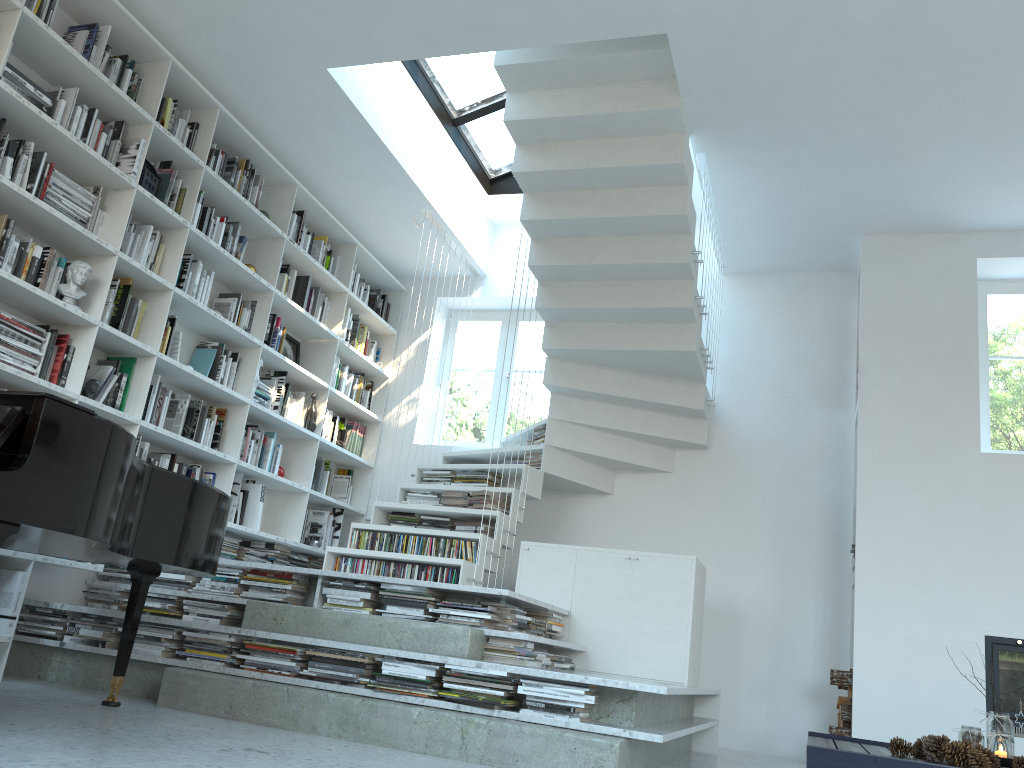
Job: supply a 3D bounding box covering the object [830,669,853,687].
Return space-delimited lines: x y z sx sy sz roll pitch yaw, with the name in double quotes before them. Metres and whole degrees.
"object" 2.028 1.688 5.010 0.442 0.094 0.096 3 -17 16

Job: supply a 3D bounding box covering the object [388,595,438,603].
"object" -0.459 1.012 4.157 0.203 0.006 0.142 2 -18 17

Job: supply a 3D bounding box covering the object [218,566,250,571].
"object" -1.424 0.942 4.510 0.257 0.005 0.145 2 -18 19

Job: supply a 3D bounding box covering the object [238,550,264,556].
"object" -1.706 1.098 5.728 0.207 0.008 0.329 2 -18 19

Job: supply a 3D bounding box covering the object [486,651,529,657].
"object" -0.020 1.204 3.955 0.140 0.004 0.205 1 -18 22

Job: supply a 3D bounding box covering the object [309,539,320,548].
"object" -1.397 1.136 6.271 0.071 0.072 0.072 14 -18 -20

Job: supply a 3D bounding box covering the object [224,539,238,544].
"object" -1.813 0.944 5.404 0.161 0.005 0.255 2 -18 19

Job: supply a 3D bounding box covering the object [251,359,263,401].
"object" -1.585 -0.022 5.449 0.087 0.287 0.075 19 -20 -33

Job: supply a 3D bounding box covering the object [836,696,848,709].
"object" 2.126 1.910 5.229 0.406 0.086 0.088 2 -17 17

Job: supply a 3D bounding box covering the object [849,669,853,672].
"object" 2.173 1.778 5.244 0.332 0.140 0.141 2 -18 19

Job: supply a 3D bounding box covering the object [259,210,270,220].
"object" -1.580 -1.043 5.586 0.104 0.105 0.104 14 -18 -20

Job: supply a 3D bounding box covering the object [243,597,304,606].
"object" -1.173 1.074 4.370 0.266 0.010 0.145 3 -17 15

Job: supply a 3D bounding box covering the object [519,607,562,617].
"object" 0.149 1.218 4.764 0.177 0.030 0.285 2 -18 19

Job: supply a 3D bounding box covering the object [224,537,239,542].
"object" -1.810 0.934 5.406 0.161 0.005 0.255 1 -18 20

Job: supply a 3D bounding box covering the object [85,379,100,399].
"object" -2.011 0.030 4.244 0.079 0.113 0.055 2 -17 18

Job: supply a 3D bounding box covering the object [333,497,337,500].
"object" -1.356 0.898 6.731 0.071 0.072 0.072 14 -18 -20

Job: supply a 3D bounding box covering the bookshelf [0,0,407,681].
"bookshelf" -2.177 -0.284 4.046 0.330 3.132 6.319 2 -18 19

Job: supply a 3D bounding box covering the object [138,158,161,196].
"object" -1.936 -1.073 4.627 0.135 0.247 0.135 5 -17 10

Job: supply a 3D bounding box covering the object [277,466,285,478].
"object" -1.580 0.600 5.928 0.115 0.116 0.115 8 -17 -2

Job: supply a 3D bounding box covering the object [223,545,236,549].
"object" -1.818 0.974 5.392 0.161 0.005 0.255 2 -18 19

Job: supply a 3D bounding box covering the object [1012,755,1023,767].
"object" 1.823 1.356 3.133 0.098 0.082 0.081 0 -18 24

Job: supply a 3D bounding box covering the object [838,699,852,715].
"object" 2.079 1.952 5.098 0.405 0.224 0.068 4 -17 12

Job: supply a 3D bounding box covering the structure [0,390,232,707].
"structure" -1.546 0.592 2.727 1.334 0.830 1.925 2 -18 19

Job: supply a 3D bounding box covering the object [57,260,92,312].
"object" -2.054 -0.458 4.151 0.138 0.243 0.138 12 -17 -14

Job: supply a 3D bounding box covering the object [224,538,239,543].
"object" -1.813 0.939 5.406 0.159 0.005 0.286 2 -18 19

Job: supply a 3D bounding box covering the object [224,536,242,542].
"object" -1.800 0.929 5.405 0.159 0.005 0.286 0 -18 24

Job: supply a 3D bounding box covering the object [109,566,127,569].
"object" -1.994 0.980 4.688 0.221 0.011 0.135 0 -18 23

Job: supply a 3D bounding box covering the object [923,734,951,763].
"object" 1.584 1.355 3.301 0.097 0.105 0.090 -6 -21 39

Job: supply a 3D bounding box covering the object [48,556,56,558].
"object" -2.130 0.758 4.107 0.093 0.094 0.094 14 -18 -20

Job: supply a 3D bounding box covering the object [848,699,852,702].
"object" 2.126 1.863 5.153 0.328 0.151 0.133 3 -17 16

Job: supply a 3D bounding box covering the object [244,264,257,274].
"object" -1.632 -0.693 5.486 0.100 0.101 0.101 8 -17 -2

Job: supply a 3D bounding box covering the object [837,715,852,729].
"object" 2.104 1.988 5.148 0.397 0.108 0.133 6 -17 5

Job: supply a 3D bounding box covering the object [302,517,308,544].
"object" -1.445 1.074 6.366 0.101 0.231 0.008 2 -17 19

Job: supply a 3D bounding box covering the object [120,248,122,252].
"object" -1.988 -0.668 4.429 0.071 0.072 0.072 14 -18 -20

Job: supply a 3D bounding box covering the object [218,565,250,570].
"object" -1.428 0.931 4.499 0.285 0.007 0.160 3 -18 16

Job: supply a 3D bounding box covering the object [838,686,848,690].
"object" 2.122 1.759 5.180 0.417 0.100 0.110 1 -18 21

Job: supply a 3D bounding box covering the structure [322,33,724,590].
"structure" 0.096 -0.090 5.287 1.954 3.371 2.623 2 -17 19

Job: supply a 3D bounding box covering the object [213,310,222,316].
"object" -1.790 -0.388 5.310 0.111 0.112 0.112 8 -17 -2

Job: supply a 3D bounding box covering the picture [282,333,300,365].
"picture" -1.563 -0.199 6.157 0.077 0.299 0.301 2 -17 19

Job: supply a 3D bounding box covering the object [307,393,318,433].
"object" -1.379 0.209 6.115 0.087 0.287 0.075 19 -20 -33

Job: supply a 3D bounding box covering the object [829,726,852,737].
"object" 1.988 1.976 4.920 0.442 0.094 0.096 3 -17 16

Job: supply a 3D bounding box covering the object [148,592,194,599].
"object" -1.757 1.079 4.535 0.215 0.007 0.131 3 -17 15

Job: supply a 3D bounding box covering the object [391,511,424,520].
"object" -0.658 0.840 5.647 0.174 0.025 0.162 0 -18 23

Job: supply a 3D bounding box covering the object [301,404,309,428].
"object" -1.514 0.240 6.152 0.179 0.211 0.022 2 -17 19

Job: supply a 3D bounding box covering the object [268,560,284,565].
"object" -1.620 1.170 5.846 0.199 0.015 0.134 2 -18 19

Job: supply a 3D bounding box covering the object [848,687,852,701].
"object" 2.143 1.780 5.035 0.434 0.103 0.141 3 -17 16

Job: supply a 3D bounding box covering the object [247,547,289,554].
"object" -1.615 1.099 5.855 0.259 0.005 0.142 0 -18 23

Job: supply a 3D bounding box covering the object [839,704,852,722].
"object" 2.064 1.886 5.018 0.393 0.092 0.129 3 -17 15

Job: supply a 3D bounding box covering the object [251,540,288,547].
"object" -1.606 1.060 5.879 0.210 0.015 0.130 2 -18 18

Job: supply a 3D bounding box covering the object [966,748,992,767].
"object" 1.666 1.347 3.163 0.082 0.084 0.082 -4 -20 33

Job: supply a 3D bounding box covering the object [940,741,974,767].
"object" 1.631 1.354 3.230 0.114 0.101 0.110 7 -17 2

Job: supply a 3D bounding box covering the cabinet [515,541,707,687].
"cabinet" 0.554 1.308 5.056 0.993 0.665 0.553 2 -17 19

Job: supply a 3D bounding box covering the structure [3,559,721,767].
"structure" -0.521 1.464 4.817 3.112 0.657 2.909 2 -18 19

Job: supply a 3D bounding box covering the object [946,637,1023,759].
"object" 2.026 1.275 3.598 0.309 0.520 0.436 21 -21 -38

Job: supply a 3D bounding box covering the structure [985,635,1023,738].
"structure" 3.180 1.759 4.840 1.210 0.582 0.737 3 -17 16

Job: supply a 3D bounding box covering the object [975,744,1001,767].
"object" 1.778 1.405 3.325 0.092 0.099 0.084 0 -18 24

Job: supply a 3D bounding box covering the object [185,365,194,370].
"object" -1.845 -0.071 5.041 0.071 0.072 0.072 14 -18 -20

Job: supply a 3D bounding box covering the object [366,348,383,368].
"object" -1.093 -0.197 6.940 0.095 0.136 0.204 -4 -20 34

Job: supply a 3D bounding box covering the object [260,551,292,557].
"object" -1.617 1.116 5.852 0.295 0.004 0.145 2 -18 17

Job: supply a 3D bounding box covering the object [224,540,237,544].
"object" -1.814 0.950 5.403 0.161 0.005 0.255 2 -18 19
